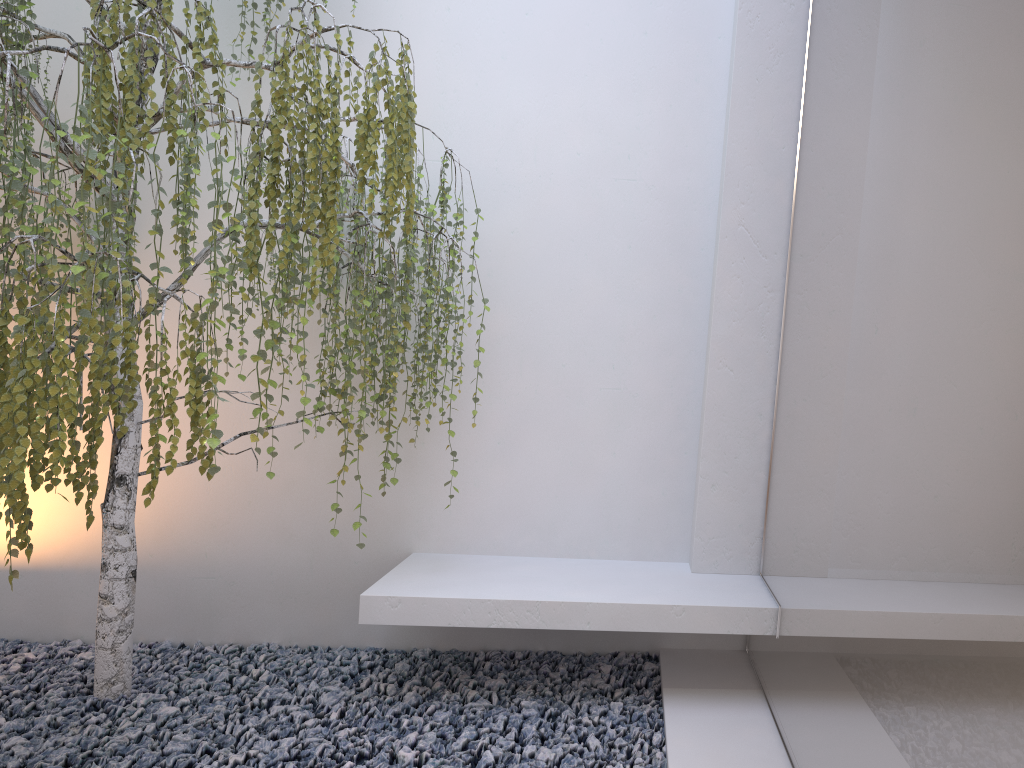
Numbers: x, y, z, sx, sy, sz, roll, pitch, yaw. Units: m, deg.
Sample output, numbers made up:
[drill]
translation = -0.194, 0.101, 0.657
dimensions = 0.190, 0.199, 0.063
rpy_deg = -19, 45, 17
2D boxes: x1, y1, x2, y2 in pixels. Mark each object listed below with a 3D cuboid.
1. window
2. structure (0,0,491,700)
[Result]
[window]
translation = 0.962, -0.394, 2.279
dimensions = 0.050, 3.266, 2.820
rpy_deg = 3, 3, 8
[structure]
translation = -1.274, -0.890, 2.496
dimensions = 2.519, 4.005, 1.700
rpy_deg = 3, 4, -6
